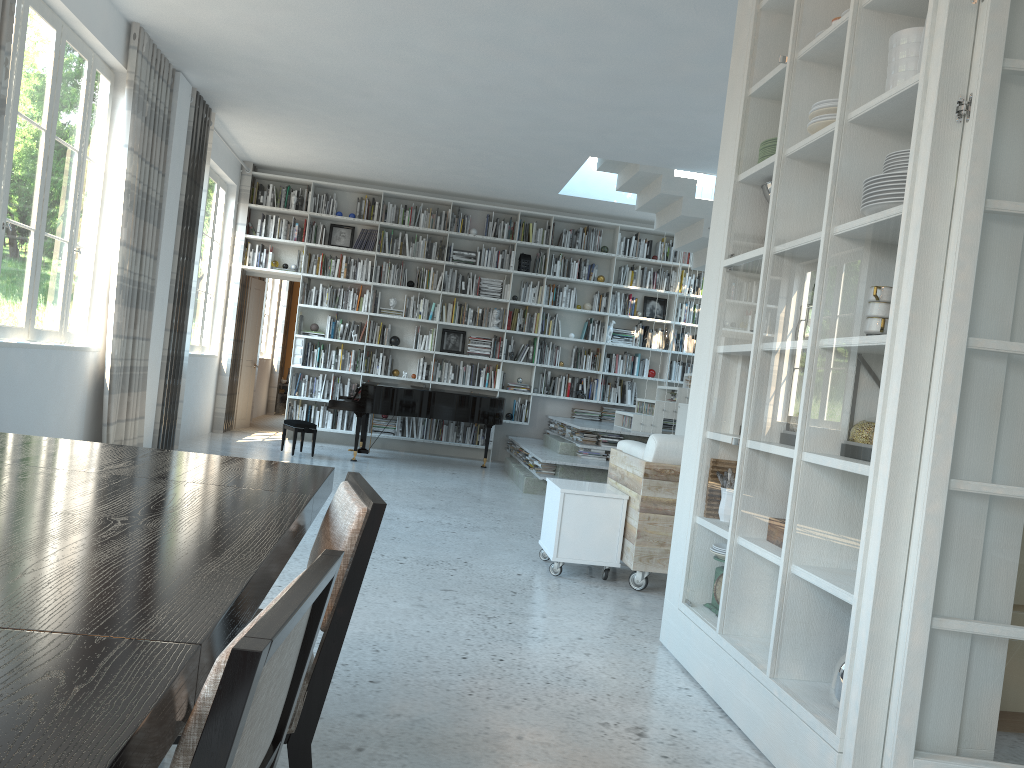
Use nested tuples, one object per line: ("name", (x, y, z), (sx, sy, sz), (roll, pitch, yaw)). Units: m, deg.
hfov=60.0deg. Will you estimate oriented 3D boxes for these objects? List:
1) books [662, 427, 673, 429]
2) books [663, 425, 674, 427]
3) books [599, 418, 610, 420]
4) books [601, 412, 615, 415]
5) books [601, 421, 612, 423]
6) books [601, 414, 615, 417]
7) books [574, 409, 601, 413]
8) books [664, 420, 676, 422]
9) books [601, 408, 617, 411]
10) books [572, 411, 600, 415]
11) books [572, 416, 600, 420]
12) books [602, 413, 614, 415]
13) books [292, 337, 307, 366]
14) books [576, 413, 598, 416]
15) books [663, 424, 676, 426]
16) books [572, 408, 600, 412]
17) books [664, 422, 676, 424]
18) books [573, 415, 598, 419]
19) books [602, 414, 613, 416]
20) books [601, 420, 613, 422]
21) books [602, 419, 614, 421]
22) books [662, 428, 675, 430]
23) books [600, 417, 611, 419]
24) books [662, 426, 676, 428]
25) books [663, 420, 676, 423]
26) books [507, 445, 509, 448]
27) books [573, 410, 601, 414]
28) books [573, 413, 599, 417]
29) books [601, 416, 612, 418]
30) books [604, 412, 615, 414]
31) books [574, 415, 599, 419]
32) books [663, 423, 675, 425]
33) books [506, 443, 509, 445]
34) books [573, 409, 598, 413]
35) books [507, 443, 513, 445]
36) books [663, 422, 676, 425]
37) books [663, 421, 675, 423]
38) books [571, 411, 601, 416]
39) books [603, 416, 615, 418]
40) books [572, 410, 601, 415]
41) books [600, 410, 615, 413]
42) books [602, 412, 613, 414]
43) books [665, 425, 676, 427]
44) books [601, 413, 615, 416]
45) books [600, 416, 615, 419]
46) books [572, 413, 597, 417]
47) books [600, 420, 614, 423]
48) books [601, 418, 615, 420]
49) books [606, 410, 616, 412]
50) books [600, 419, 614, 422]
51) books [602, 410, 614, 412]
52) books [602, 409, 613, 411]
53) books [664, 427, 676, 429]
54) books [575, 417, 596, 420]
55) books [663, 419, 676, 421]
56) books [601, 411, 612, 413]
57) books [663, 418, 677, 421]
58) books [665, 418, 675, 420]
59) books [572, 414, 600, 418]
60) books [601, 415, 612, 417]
("books", (2.012, 0.567, 11.382), (0.320, 0.009, 0.202), (7, 0, -2))
("books", (2.015, 0.540, 11.387), (0.359, 0.009, 0.201), (7, 0, -4))
("books", (1.262, 0.455, 11.296), (0.285, 0.007, 0.159), (7, 0, -11))
("books", (1.269, 0.380, 11.304), (0.254, 0.006, 0.161), (7, 0, -7))
("books", (1.258, 0.489, 11.299), (0.254, 0.007, 0.161), (7, 0, -4))
("books", (1.270, 0.407, 11.293), (0.285, 0.007, 0.159), (7, 0, -12))
("books", (0.944, 0.339, 11.262), (0.346, 0.007, 0.193), (7, 0, -9))
("books", (2.025, 0.470, 11.387), (0.315, 0.009, 0.199), (7, 0, -10))
("books", (1.279, 0.332, 11.293), (0.254, 0.006, 0.161), (7, 0, -12))
("books", (0.941, 0.368, 11.262), (0.346, 0.007, 0.193), (7, 0, -5))
("books", (0.930, 0.428, 11.254), (0.345, 0.007, 0.193), (7, 0, -2))
("books", (1.271, 0.386, 11.305), (0.285, 0.007, 0.159), (7, 0, -7))
("books", (-2.583, -0.396, 10.789), (0.106, 0.340, 0.307), (7, 1, -7))
("books", (0.940, 0.383, 11.255), (0.308, 0.008, 0.195), (7, 0, -2))
("books", (2.017, 0.522, 11.390), (0.320, 0.009, 0.202), (7, 0, -9))
("books", (0.945, 0.331, 11.261), (0.346, 0.007, 0.193), (7, 0, -5))
("books", (2.022, 0.496, 11.384), (0.315, 0.009, 0.199), (7, 0, -3))
("books", (0.931, 0.420, 11.257), (0.308, 0.008, 0.195), (7, 0, -3))
("books", (1.270, 0.400, 11.302), (0.254, 0.007, 0.161), (7, 0, -6))
("books", (1.260, 0.475, 11.297), (0.254, 0.007, 0.161), (7, 0, -3))
("books", (1.261, 0.461, 11.303), (0.254, 0.007, 0.161), (7, 0, -6))
("books", (2.010, 0.576, 11.393), (0.320, 0.009, 0.202), (7, 0, -8))
("books", (1.266, 0.442, 11.297), (0.254, 0.007, 0.161), (7, 0, -11))
("books", (2.013, 0.549, 11.393), (0.359, 0.009, 0.201), (7, 0, -6))
("books", (2.024, 0.479, 11.382), (0.315, 0.009, 0.199), (7, 0, -2))
("books", (0.033, 0.789, 11.047), (0.179, 0.012, 0.261), (7, 0, -4))
("books", (0.943, 0.353, 11.262), (0.346, 0.007, 0.193), (7, 0, -5))
("books", (0.935, 0.390, 11.267), (0.308, 0.008, 0.195), (7, 0, -7))
("books", (1.267, 0.428, 11.296), (0.254, 0.007, 0.161), (7, 0, -11))
("books", (1.271, 0.369, 11.301), (0.254, 0.006, 0.161), (7, 0, -8))
("books", (0.931, 0.412, 11.262), (0.308, 0.008, 0.195), (7, 0, -5))
("books", (2.017, 0.512, 11.393), (0.359, 0.009, 0.201), (7, 0, -8))
("books", (0.035, 0.764, 11.046), (0.177, 0.012, 0.278), (7, 0, -11))
("books", (0.944, 0.346, 11.262), (0.308, 0.008, 0.195), (7, 0, -5))
("books", (0.038, 0.754, 11.046), (0.188, 0.009, 0.211), (7, 0, -8))
("books", (2.020, 0.504, 11.387), (0.354, 0.009, 0.198), (7, 0, -10))
("books", (2.023, 0.487, 11.387), (0.354, 0.009, 0.198), (7, 0, -4))
("books", (0.940, 0.376, 11.259), (0.346, 0.007, 0.193), (7, 0, -10))
("books", (1.268, 0.421, 11.296), (0.285, 0.007, 0.159), (7, 0, -11))
("books", (0.943, 0.361, 11.253), (0.346, 0.007, 0.193), (7, 0, -12))
("books", (1.272, 0.358, 11.302), (0.285, 0.005, 0.159), (7, 0, -8))
("books", (1.270, 0.375, 11.299), (0.285, 0.005, 0.159), (7, 0, -9))
("books", (2.015, 0.531, 11.393), (0.320, 0.009, 0.202), (7, 0, -8))
("books", (1.270, 0.393, 11.303), (0.285, 0.007, 0.159), (7, 0, -6))
("books", (1.267, 0.434, 11.301), (0.285, 0.007, 0.159), (7, 0, -5))
("books", (0.935, 0.398, 11.254), (0.308, 0.008, 0.195), (7, 0, -12))
("books", (1.258, 0.482, 11.306), (0.285, 0.007, 0.159), (7, 0, -7))
("books", (1.266, 0.449, 11.294), (0.285, 0.007, 0.159), (7, 0, -2))
("books", (1.277, 0.343, 11.295), (0.254, 0.006, 0.161), (7, 0, -3))
("books", (1.260, 0.468, 11.305), (0.254, 0.007, 0.161), (7, 0, -7))
("books", (1.274, 0.348, 11.294), (0.285, 0.005, 0.159), (7, 0, -11))
("books", (1.278, 0.338, 11.297), (0.285, 0.005, 0.159), (7, 0, -10))
("books", (2.013, 0.558, 11.381), (0.359, 0.009, 0.201), (7, 0, -12))
("books", (0.929, 0.435, 11.257), (0.308, 0.008, 0.195), (7, 0, -11))
("books", (2.026, 0.461, 11.386), (0.354, 0.009, 0.198), (7, 0, -10))
("books", (1.271, 0.364, 11.302), (0.285, 0.005, 0.159), (7, 0, -6))
("books", (2.026, 0.453, 11.389), (0.354, 0.009, 0.198), (7, 0, -9))
("books", (2.031, 0.441, 11.380), (0.354, 0.017, 0.198), (7, 0, -2))
("books", (0.934, 0.405, 11.262), (0.346, 0.007, 0.193), (7, 0, -9))
("books", (1.268, 0.414, 11.302), (0.254, 0.007, 0.161), (7, 0, -6))
